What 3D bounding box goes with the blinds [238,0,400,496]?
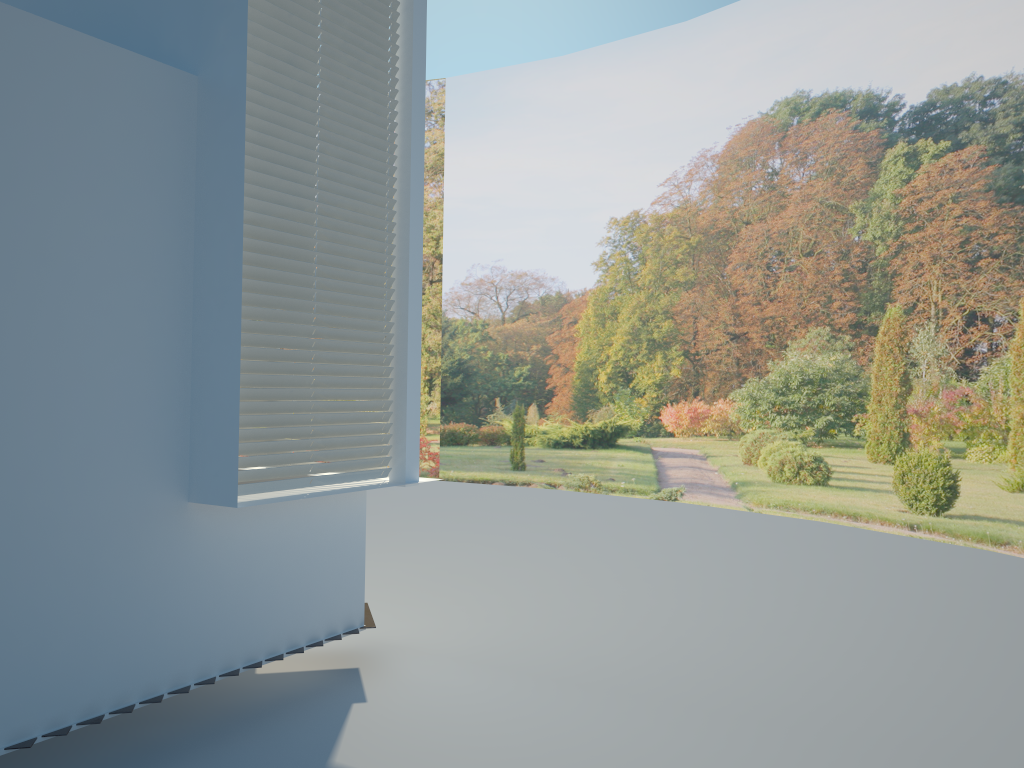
[{"bbox_3d":[-2.018,-1.633,5.698,1.219,4.267,3.918,2,-1,-40],"label":"blinds"}]
